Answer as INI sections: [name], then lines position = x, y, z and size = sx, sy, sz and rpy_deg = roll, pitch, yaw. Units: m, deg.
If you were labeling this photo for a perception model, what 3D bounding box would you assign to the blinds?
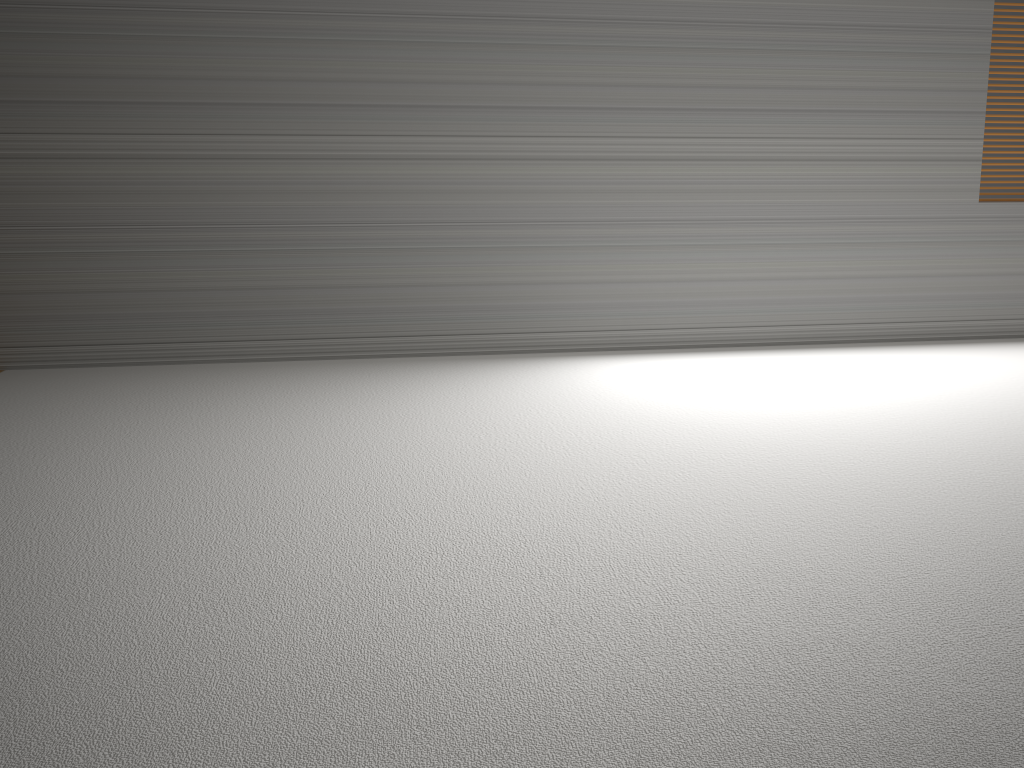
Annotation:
[blinds]
position = 3.481, -1.821, 4.345
size = 3.531, 2.021, 0.012
rpy_deg = -2, 9, -9
